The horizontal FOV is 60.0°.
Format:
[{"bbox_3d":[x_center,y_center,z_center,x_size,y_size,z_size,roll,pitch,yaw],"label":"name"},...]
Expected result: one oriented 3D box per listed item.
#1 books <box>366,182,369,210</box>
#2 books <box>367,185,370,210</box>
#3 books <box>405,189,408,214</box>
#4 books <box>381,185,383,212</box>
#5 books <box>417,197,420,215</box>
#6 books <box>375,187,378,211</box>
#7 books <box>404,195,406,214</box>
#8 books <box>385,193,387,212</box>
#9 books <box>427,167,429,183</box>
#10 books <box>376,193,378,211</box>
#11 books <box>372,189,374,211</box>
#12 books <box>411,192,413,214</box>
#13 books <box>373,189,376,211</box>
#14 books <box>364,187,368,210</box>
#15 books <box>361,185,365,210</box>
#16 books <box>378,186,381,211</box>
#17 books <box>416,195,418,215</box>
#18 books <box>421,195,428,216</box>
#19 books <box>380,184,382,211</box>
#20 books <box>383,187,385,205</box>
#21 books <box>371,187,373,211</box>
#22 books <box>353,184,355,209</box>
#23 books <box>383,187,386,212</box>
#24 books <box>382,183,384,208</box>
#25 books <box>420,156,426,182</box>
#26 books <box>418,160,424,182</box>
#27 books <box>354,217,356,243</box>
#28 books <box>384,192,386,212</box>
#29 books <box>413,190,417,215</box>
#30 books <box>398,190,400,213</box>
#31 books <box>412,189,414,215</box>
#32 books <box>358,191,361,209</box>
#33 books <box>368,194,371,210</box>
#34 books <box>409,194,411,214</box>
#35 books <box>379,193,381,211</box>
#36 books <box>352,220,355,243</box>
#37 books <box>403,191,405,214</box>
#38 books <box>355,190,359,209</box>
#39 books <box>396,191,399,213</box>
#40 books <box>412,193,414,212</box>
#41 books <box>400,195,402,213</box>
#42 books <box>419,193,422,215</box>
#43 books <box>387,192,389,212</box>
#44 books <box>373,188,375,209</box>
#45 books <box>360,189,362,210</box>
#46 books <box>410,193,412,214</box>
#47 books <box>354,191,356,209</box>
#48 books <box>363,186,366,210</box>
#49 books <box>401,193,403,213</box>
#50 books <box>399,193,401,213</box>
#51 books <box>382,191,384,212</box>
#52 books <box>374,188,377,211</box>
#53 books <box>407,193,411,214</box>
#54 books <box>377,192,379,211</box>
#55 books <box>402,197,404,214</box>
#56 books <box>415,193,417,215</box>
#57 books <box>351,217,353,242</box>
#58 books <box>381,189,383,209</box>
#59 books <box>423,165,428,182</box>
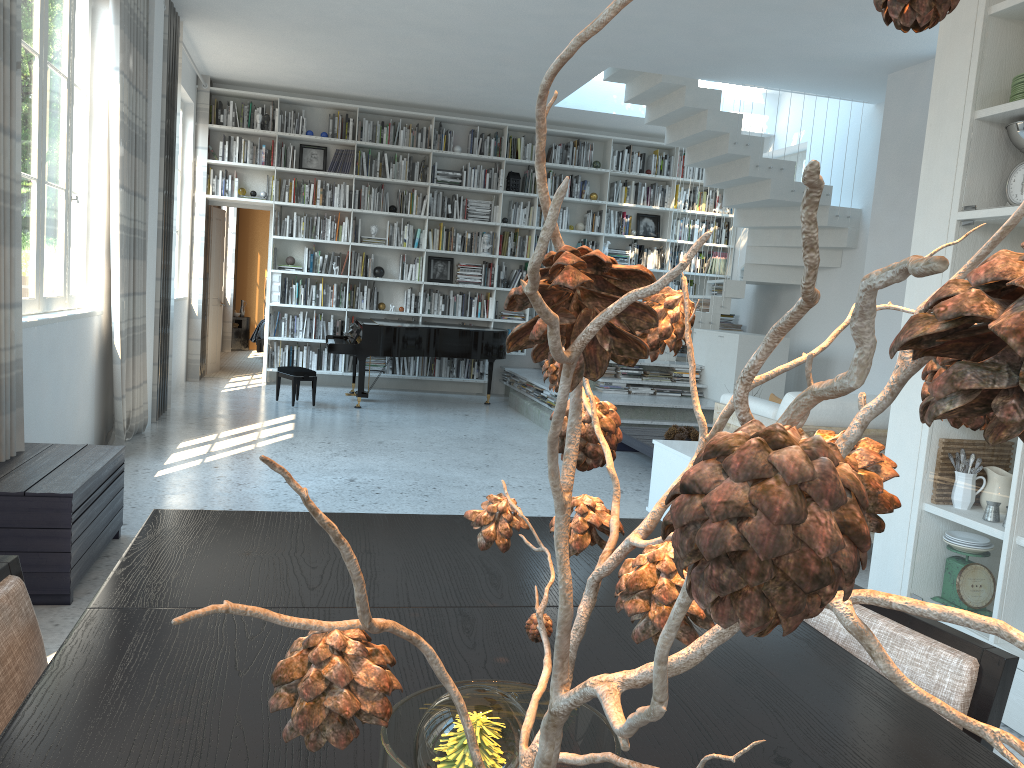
[{"bbox_3d":[-1.639,-2.111,10.029,0.011,0.317,0.154,3,7,-13],"label":"books"},{"bbox_3d":[-1.625,-2.091,10.012,0.010,0.284,0.183,3,6,-13],"label":"books"},{"bbox_3d":[-1.209,-2.074,10.136,0.033,0.288,0.155,3,7,-13],"label":"books"},{"bbox_3d":[-1.479,-2.102,10.069,0.005,0.316,0.157,3,7,-13],"label":"books"},{"bbox_3d":[-1.084,-2.030,10.163,0.024,0.216,0.141,3,6,-13],"label":"books"},{"bbox_3d":[-1.541,-2.085,10.040,0.011,0.279,0.169,3,6,-13],"label":"books"},{"bbox_3d":[-1.228,-2.036,10.103,0.006,0.216,0.181,3,6,-13],"label":"books"},{"bbox_3d":[-1.442,-2.051,10.087,0.012,0.218,0.150,3,6,-13],"label":"books"},{"bbox_3d":[-0.974,-2.380,10.162,0.019,0.194,0.098,3,7,-13],"label":"books"},{"bbox_3d":[-1.531,-2.049,10.040,0.011,0.209,0.181,3,6,-13],"label":"books"},{"bbox_3d":[-1.579,-2.072,10.019,0.012,0.252,0.183,3,6,-13],"label":"books"},{"bbox_3d":[-1.150,-2.059,10.140,0.004,0.266,0.141,3,7,-13],"label":"books"},{"bbox_3d":[-1.563,-2.075,10.047,0.011,0.256,0.152,3,7,-13],"label":"books"},{"bbox_3d":[-1.655,-2.083,10.015,0.024,0.262,0.177,3,6,-13],"label":"books"},{"bbox_3d":[-1.690,-2.094,10.009,0.026,0.280,0.150,3,7,-13],"label":"books"},{"bbox_3d":[-1.508,-2.089,10.045,0.011,0.292,0.176,3,6,-13],"label":"books"},{"bbox_3d":[-1.100,-2.037,10.158,0.011,0.230,0.165,3,6,-13],"label":"books"},{"bbox_3d":[-1.012,-2.033,10.147,0.064,0.237,0.208,3,6,-13],"label":"books"},{"bbox_3d":[-1.491,-2.104,10.060,0.004,0.321,0.152,3,7,-13],"label":"books"},{"bbox_3d":[-1.464,-2.084,10.068,0.004,0.284,0.166,3,7,-13],"label":"books"},{"bbox_3d":[-1.588,-2.078,10.015,0.009,0.263,0.189,3,6,-13],"label":"books"},{"bbox_3d":[-1.788,-2.103,9.999,0.012,0.285,0.159,3,7,-13],"label":"books"},{"bbox_3d":[-1.452,-2.083,10.052,0.011,0.287,0.188,3,6,-13],"label":"books"},{"bbox_3d":[-1.472,-2.108,10.067,0.005,0.331,0.161,3,7,-13],"label":"books"},{"bbox_3d":[-1.028,-2.434,10.110,0.058,0.303,0.174,3,7,-13],"label":"books"},{"bbox_3d":[-1.044,-2.415,10.109,0.055,0.264,0.166,3,6,-13],"label":"books"},{"bbox_3d":[-1.785,-1.744,10.059,0.011,0.298,0.135,3,7,-13],"label":"books"},{"bbox_3d":[-1.452,-2.062,10.090,0.009,0.237,0.134,3,7,-13],"label":"books"},{"bbox_3d":[-1.122,-2.065,10.138,0.022,0.285,0.189,3,6,-13],"label":"books"},{"bbox_3d":[-1.299,-2.073,10.121,0.012,0.276,0.129,3,7,-13],"label":"books"},{"bbox_3d":[-1.137,-2.077,10.137,0.006,0.304,0.165,3,7,-13],"label":"books"},{"bbox_3d":[-1.732,-2.068,10.023,0.024,0.219,0.140,3,6,-13],"label":"books"},{"bbox_3d":[-1.614,-2.044,10.039,0.029,0.187,0.149,3,6,-13],"label":"books"},{"bbox_3d":[-1.178,-2.047,10.149,0.011,0.236,0.130,3,7,-13],"label":"books"},{"bbox_3d":[-1.505,-2.055,10.076,0.012,0.217,0.133,3,6,-13],"label":"books"},{"bbox_3d":[-1.799,-1.722,10.040,0.024,0.257,0.133,3,7,-13],"label":"books"},{"bbox_3d":[-1.241,-2.065,10.129,0.009,0.267,0.149,3,7,-13],"label":"books"},{"bbox_3d":[-1.758,-2.072,10.018,0.029,0.225,0.136,3,6,-13],"label":"books"},{"bbox_3d":[-1.307,-2.062,10.113,0.005,0.254,0.160,3,6,-13],"label":"books"},{"bbox_3d":[-1.144,-2.051,10.136,0.006,0.253,0.180,3,6,-13],"label":"books"},{"bbox_3d":[-1.278,-2.042,10.119,0.013,0.216,0.149,3,6,-13],"label":"books"},{"bbox_3d":[-1.058,-2.048,10.157,0.022,0.257,0.154,3,7,-13],"label":"books"},{"bbox_3d":[-1.416,-2.055,10.082,0.031,0.232,0.147,3,6,-13],"label":"books"},{"bbox_3d":[-1.573,-2.079,10.044,0.010,0.262,0.169,3,6,-13],"label":"books"},{"bbox_3d":[-1.711,-2.076,10.013,0.012,0.240,0.134,3,7,-13],"label":"books"},{"bbox_3d":[-1.161,-2.053,10.139,0.017,0.253,0.139,3,7,-13],"label":"books"},{"bbox_3d":[-1.775,-2.062,9.990,0.015,0.208,0.186,3,6,-13],"label":"books"},{"bbox_3d":[-1.671,-2.091,10.009,0.012,0.276,0.157,3,7,-13],"label":"books"},{"bbox_3d":[-1.262,-2.048,10.095,0.005,0.236,0.178,3,6,-13],"label":"books"},{"bbox_3d":[-1.282,-2.052,10.099,0.005,0.241,0.173,3,6,-13],"label":"books"},{"bbox_3d":[-1.468,-2.095,10.068,0.005,0.306,0.162,3,7,-13],"label":"books"},{"bbox_3d":[-1.550,-2.076,10.033,0.009,0.261,0.180,3,6,-13],"label":"books"},{"bbox_3d":[-1.181,-2.047,10.111,0.013,0.244,0.188,3,6,-13],"label":"books"},{"bbox_3d":[-1.525,-2.060,10.065,0.011,0.227,0.129,3,7,-13],"label":"books"},{"bbox_3d":[-1.252,-2.032,10.123,0.011,0.200,0.162,3,6,-13],"label":"books"},{"bbox_3d":[-1.109,-2.051,10.150,0.010,0.258,0.139,3,7,-13],"label":"books"},{"bbox_3d":[-1.817,-1.738,10.041,0.012,0.285,0.159,3,7,-13],"label":"books"},{"bbox_3d":[-1.485,-2.074,10.058,0.010,0.262,0.158,3,7,-13],"label":"books"},{"bbox_3d":[-0.995,-2.389,10.149,0.028,0.212,0.134,3,6,-13],"label":"books"}]
